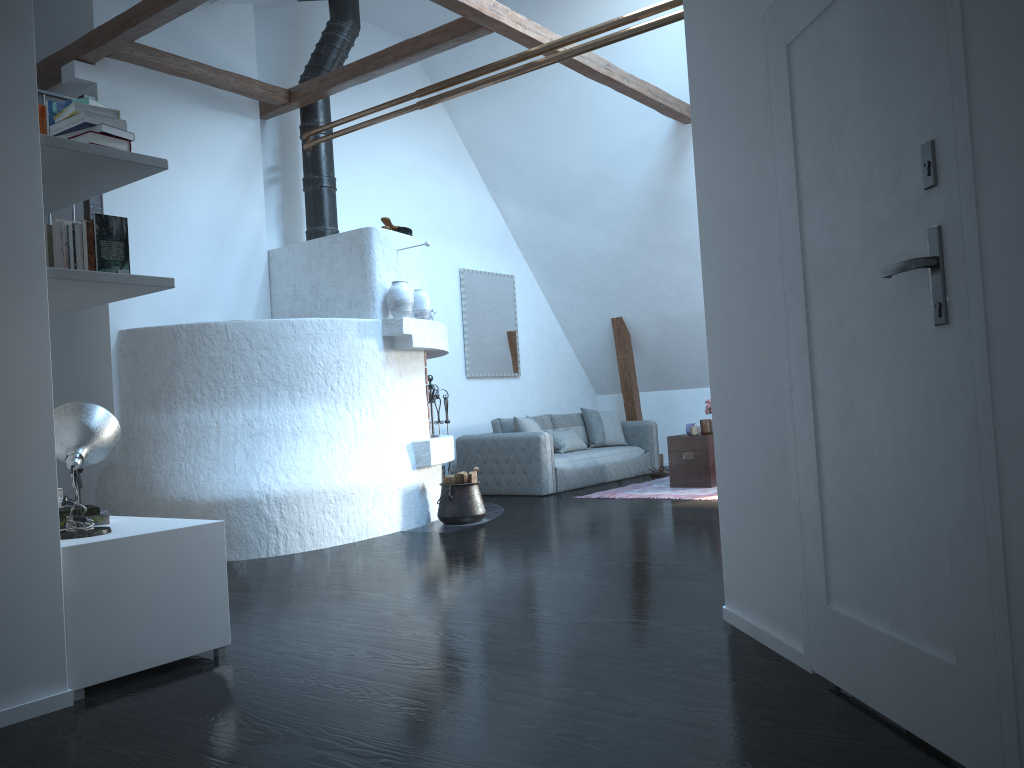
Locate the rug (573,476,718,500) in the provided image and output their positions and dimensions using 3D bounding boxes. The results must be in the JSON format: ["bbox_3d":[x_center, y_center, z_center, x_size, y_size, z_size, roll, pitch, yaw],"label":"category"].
[{"bbox_3d":[1.929,0.965,8.700,1.512,0.029,2.647,-5,-2,37],"label":"rug"}]

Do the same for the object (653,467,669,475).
[{"bbox_3d":[1.716,0.973,9.981,0.277,0.090,0.101,-4,-2,-7],"label":"object"}]

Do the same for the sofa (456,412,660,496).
[{"bbox_3d":[0.570,0.705,9.748,1.107,0.770,2.458,-5,-2,37],"label":"sofa"}]

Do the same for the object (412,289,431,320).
[{"bbox_3d":[-0.720,-0.609,7.000,0.158,0.274,0.158,-3,-2,-14],"label":"object"}]

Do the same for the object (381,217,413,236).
[{"bbox_3d":[-0.963,-1.240,7.280,0.311,0.094,0.783,-4,-2,23],"label":"object"}]

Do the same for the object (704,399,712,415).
[{"bbox_3d":[2.062,0.304,8.923,0.235,0.351,0.234,-4,-1,-3],"label":"object"}]

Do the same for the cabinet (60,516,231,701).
[{"bbox_3d":[-1.845,0.827,3.575,1.469,0.507,0.638,-5,-2,37],"label":"cabinet"}]

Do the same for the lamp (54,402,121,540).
[{"bbox_3d":[-1.597,0.307,3.246,0.259,0.481,0.303,-4,-1,-1],"label":"lamp"}]

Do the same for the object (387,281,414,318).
[{"bbox_3d":[-0.850,-0.625,6.773,0.203,0.314,0.203,-4,-2,21],"label":"object"}]

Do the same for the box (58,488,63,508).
[{"bbox_3d":[-2.172,0.525,3.821,0.441,0.150,0.258,-5,-2,32],"label":"box"}]

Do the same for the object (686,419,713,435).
[{"bbox_3d":[1.830,0.420,8.656,0.413,0.138,0.215,-2,-2,-42],"label":"object"}]

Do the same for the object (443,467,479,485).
[{"bbox_3d":[-0.396,0.843,6.916,0.270,0.370,0.240,-5,-2,36],"label":"object"}]

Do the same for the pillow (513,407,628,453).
[{"bbox_3d":[0.648,0.522,9.711,0.444,0.515,2.075,-5,-2,37],"label":"pillow"}]

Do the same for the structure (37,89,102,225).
[{"bbox_3d":[-3.201,-0.413,5.338,0.781,3.267,1.897,-5,-2,37],"label":"structure"}]

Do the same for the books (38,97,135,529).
[{"bbox_3d":[-1.929,-0.234,3.610,1.387,1.622,0.393,-5,-2,32],"label":"books"}]

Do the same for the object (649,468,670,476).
[{"bbox_3d":[1.648,0.974,9.835,0.277,0.090,0.101,-4,-2,25],"label":"object"}]

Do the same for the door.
[{"bbox_3d":[0.917,-0.172,2.277,0.170,2.074,0.974,-4,-2,-7],"label":"door"}]

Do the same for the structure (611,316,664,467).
[{"bbox_3d":[6.462,-0.325,7.425,12.350,1.963,1.023,-5,-2,37],"label":"structure"}]

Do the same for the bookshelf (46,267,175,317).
[{"bbox_3d":[-1.975,-0.320,3.530,1.471,0.038,0.478,-5,-2,37],"label":"bookshelf"}]

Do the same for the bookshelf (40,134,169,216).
[{"bbox_3d":[-2.004,-0.762,3.542,1.471,0.038,0.478,-5,-2,37],"label":"bookshelf"}]

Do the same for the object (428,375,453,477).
[{"bbox_3d":[-0.769,0.529,8.699,0.376,1.245,0.376,-4,-2,17],"label":"object"}]

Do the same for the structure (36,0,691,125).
[{"bbox_3d":[1.904,-2.908,4.442,15.910,3.562,10.230,-5,-2,42],"label":"structure"}]

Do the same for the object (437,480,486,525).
[{"bbox_3d":[-0.398,0.926,6.935,0.384,0.313,0.384,-3,-2,-27],"label":"object"}]

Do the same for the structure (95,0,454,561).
[{"bbox_3d":[-2.054,-1.144,7.535,3.058,4.752,3.049,-2,-2,-44],"label":"structure"}]

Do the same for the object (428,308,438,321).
[{"bbox_3d":[-0.664,-0.562,7.177,0.064,0.114,0.161,-5,-2,39],"label":"object"}]

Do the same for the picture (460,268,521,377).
[{"bbox_3d":[-0.233,-0.677,10.035,0.025,1.185,0.965,-5,-2,37],"label":"picture"}]

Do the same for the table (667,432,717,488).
[{"bbox_3d":[1.949,0.723,8.717,0.471,0.492,0.962,-5,-2,37],"label":"table"}]
